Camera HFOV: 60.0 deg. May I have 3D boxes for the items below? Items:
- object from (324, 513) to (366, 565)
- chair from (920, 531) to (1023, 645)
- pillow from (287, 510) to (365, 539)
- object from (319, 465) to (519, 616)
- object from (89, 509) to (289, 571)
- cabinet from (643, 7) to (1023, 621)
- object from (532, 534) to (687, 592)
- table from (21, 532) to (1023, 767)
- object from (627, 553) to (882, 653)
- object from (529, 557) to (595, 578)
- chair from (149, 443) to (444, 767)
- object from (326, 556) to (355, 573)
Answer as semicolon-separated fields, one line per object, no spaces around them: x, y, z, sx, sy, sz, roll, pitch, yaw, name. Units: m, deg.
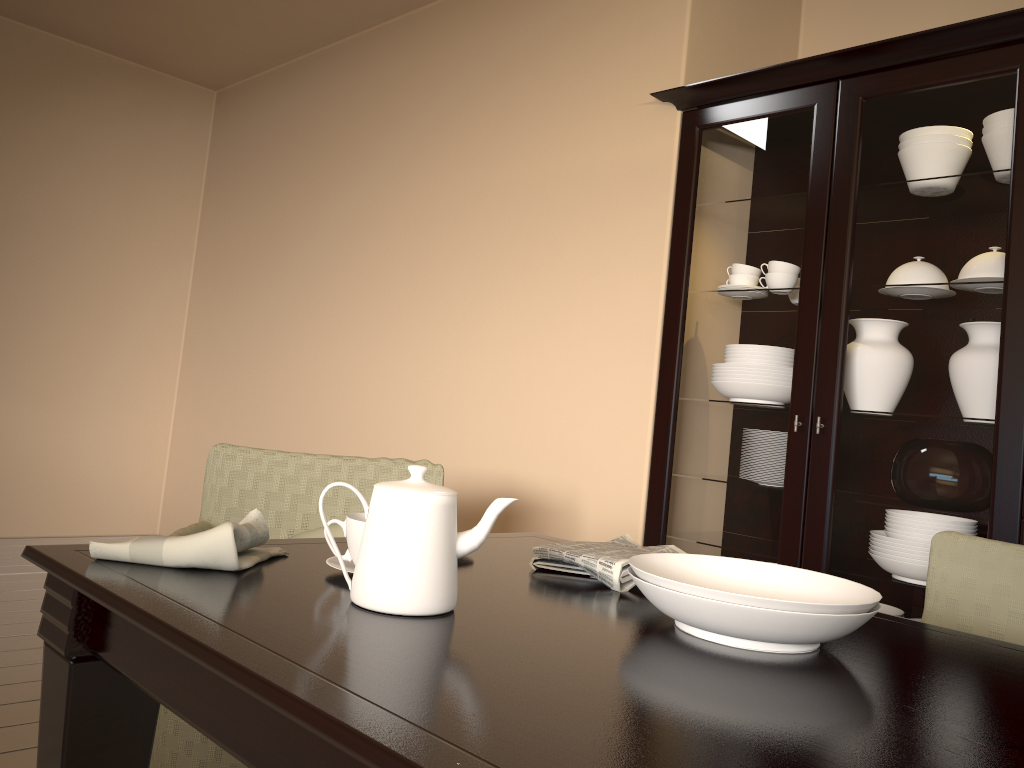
-0.162;0.210;1.146;0.116;0.070;0.124;4;-3;39;object
0.756;0.653;1.301;0.560;0.803;0.564;9;-4;-38;chair
-0.420;0.422;1.913;0.315;0.295;0.247;8;-4;-31;pillow
-0.109;0.169;0.996;0.197;0.156;0.118;8;-4;-38;object
-0.410;0.189;1.139;0.197;0.063;0.204;6;-2;8;object
1.518;0.110;2.123;0.885;1.845;2.491;10;-5;-44;cabinet
0.167;0.266;1.333;0.232;0.051;0.165;8;-3;-44;object
0.381;0.616;0.685;0.915;0.655;1.992;9;-4;-44;table
0.273;0.255;1.024;0.282;0.066;0.280;4;-3;40;object
0.151;0.280;1.365;0.232;0.027;0.164;6;-2;11;object
-0.424;0.548;1.794;0.563;0.803;0.560;6;-4;-8;chair
-0.163;0.241;1.147;0.154;0.012;0.153;6;-2;6;object
